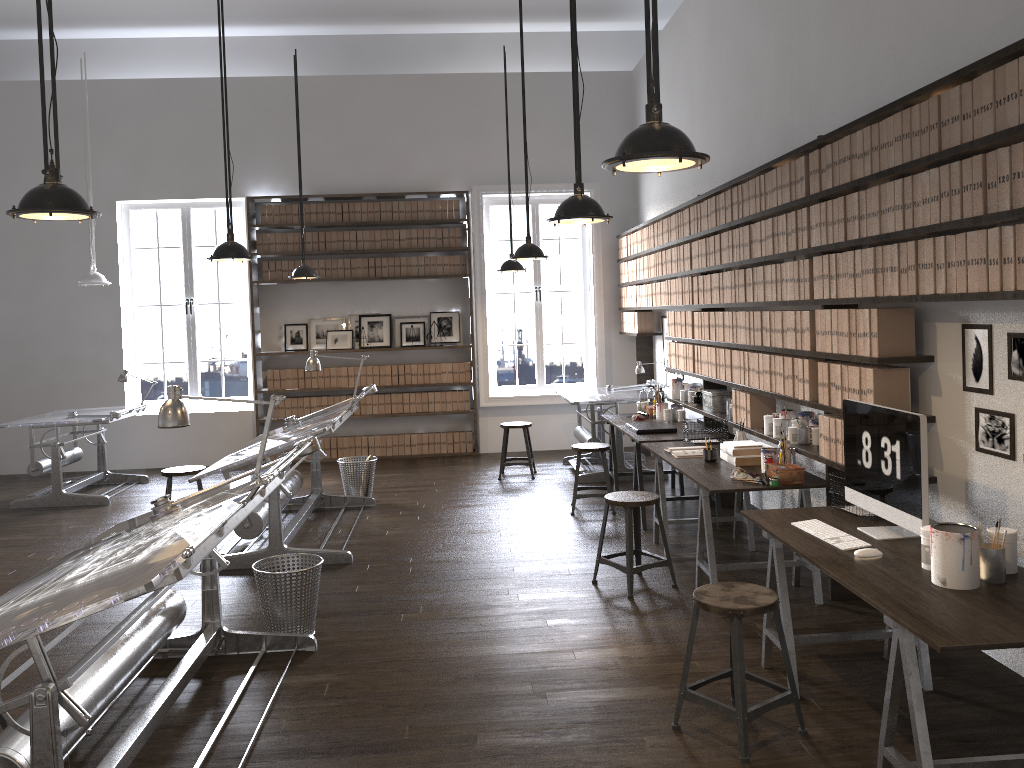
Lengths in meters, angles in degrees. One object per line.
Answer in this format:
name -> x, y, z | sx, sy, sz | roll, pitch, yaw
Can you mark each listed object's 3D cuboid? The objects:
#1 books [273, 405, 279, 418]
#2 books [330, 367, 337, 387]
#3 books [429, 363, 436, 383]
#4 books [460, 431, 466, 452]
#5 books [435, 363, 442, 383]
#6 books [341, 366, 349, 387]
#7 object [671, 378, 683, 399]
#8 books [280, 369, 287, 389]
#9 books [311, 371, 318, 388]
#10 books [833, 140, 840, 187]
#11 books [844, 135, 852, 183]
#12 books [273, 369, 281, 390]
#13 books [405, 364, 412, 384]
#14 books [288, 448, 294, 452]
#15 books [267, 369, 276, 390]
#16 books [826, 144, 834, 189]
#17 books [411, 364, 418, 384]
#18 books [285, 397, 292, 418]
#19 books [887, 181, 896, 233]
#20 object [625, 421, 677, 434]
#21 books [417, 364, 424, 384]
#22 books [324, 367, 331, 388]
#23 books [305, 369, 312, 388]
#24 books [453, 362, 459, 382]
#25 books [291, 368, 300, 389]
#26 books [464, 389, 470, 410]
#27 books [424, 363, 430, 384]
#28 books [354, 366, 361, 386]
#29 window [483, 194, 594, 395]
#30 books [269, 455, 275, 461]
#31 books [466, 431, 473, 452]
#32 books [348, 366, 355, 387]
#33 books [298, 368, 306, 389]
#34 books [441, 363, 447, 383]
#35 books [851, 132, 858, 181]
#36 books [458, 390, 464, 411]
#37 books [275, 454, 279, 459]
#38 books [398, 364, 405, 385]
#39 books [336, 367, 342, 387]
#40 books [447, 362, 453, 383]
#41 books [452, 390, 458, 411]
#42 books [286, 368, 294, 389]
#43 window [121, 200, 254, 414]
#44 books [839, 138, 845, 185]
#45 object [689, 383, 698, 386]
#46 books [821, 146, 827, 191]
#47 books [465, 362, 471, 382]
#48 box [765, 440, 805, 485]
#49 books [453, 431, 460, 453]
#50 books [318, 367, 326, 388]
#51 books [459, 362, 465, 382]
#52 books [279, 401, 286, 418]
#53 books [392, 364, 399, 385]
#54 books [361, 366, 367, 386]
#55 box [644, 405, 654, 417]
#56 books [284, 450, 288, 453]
books -> -2.681, 0.270, 10.086 | 0.067, 0.225, 0.175 | -2, 3, -4
books -> -2.033, -0.078, 10.120 | 0.067, 0.225, 0.175 | -2, 3, -4
books -> -0.910, -0.123, 10.192 | 0.067, 0.225, 0.175 | -2, 3, -4
books -> -0.567, 0.666, 10.242 | 0.067, 0.225, 0.175 | -2, 3, -4
books -> -0.844, -0.126, 10.201 | 0.067, 0.225, 0.175 | -2, 3, -4
books -> -1.903, -0.083, 10.131 | 0.067, 0.225, 0.175 | -2, 3, -4
object -> 1.457, 0.042, 7.817 | 0.107, 0.176, 0.107 | -2, 2, -2
books -> -2.589, -0.055, 10.083 | 0.067, 0.225, 0.175 | -2, 3, -4
books -> -2.241, -0.070, 10.108 | 0.067, 0.225, 0.175 | -2, 3, -4
books -> 1.677, -1.082, 4.357 | 0.174, 0.225, 0.067 | -2, 2, -4
books -> 1.680, -1.071, 4.218 | 0.174, 0.225, 0.067 | -2, 2, -4
books -> -2.661, -0.053, 10.079 | 0.067, 0.225, 0.175 | -2, 3, -4
books -> -1.190, -0.112, 10.181 | 0.067, 0.225, 0.175 | -2, 3, -4
books -> -2.512, 0.745, 10.113 | 0.067, 0.225, 0.175 | -2, 3, -4
books -> -2.734, -0.050, 10.078 | 0.067, 0.225, 0.175 | -2, 3, -4
books -> 1.668, -1.087, 4.427 | 0.174, 0.225, 0.067 | -2, 2, -4
books -> -1.119, -0.115, 10.181 | 0.067, 0.225, 0.175 | -2, 3, -4
books -> -2.536, 0.264, 10.099 | 0.067, 0.225, 0.175 | -2, 3, -4
books -> 1.719, -0.763, 3.823 | 0.174, 0.225, 0.067 | -2, 2, -4
object -> 1.073, 0.338, 6.856 | 0.312, 0.033, 0.447 | -2, 5, -4
books -> -1.049, -0.118, 10.189 | 0.067, 0.225, 0.175 | -2, 3, -4
books -> -2.100, -0.076, 10.121 | 0.067, 0.225, 0.175 | -2, 3, -4
books -> -2.313, -0.067, 10.108 | 0.067, 0.225, 0.175 | -2, 3, -4
books -> -0.645, -0.134, 10.215 | 0.067, 0.225, 0.175 | -2, 3, -4
books -> -2.461, -0.061, 10.099 | 0.067, 0.225, 0.175 | -2, 3, -4
books -> -0.519, 0.183, 10.228 | 0.067, 0.225, 0.175 | -2, 3, -4
books -> -0.978, -0.121, 10.194 | 0.067, 0.225, 0.175 | -2, 3, -4
books -> -1.761, -0.089, 10.142 | 0.067, 0.225, 0.175 | -2, 3, -4
window -> 0.301, -1.015, 10.223 | 1.245, 2.306, 0.153 | -2, 2, -4
books -> -2.724, 0.753, 10.103 | 0.067, 0.225, 0.175 | -2, 3, -4
books -> -0.491, 0.663, 10.244 | 0.067, 0.225, 0.175 | -2, 3, -4
books -> -1.831, -0.086, 10.134 | 0.067, 0.225, 0.175 | -2, 3, -4
books -> -2.387, -0.064, 10.098 | 0.067, 0.225, 0.175 | -2, 3, -4
books -> -0.781, -0.128, 10.204 | 0.067, 0.225, 0.175 | -2, 3, -4
books -> 1.689, -1.066, 4.152 | 0.174, 0.225, 0.067 | -2, 2, -4
books -> -0.590, 0.185, 10.227 | 0.067, 0.225, 0.175 | -2, 3, -4
books -> -2.655, 0.750, 10.106 | 0.067, 0.225, 0.175 | -2, 3, -4
books -> -1.265, -0.109, 10.170 | 0.067, 0.225, 0.175 | -2, 3, -4
books -> -1.966, -0.081, 10.129 | 0.067, 0.225, 0.175 | -2, 3, -4
books -> -0.715, -0.131, 10.206 | 0.067, 0.225, 0.175 | -2, 3, -4
books -> -0.661, 0.188, 10.223 | 0.067, 0.225, 0.175 | -2, 3, -4
books -> -2.526, -0.058, 10.092 | 0.067, 0.225, 0.175 | -2, 3, -4
window -> -3.659, -0.857, 10.088 | 1.483, 2.493, 0.153 | -2, 2, -4
books -> 1.681, -1.076, 4.286 | 0.174, 0.225, 0.067 | -2, 2, -4
object -> 1.595, 0.059, 7.775 | 0.072, 0.129, 0.071 | 0, 3, 43
books -> 1.668, -1.093, 4.498 | 0.174, 0.225, 0.067 | -2, 2, -4
books -> -0.510, -0.139, 10.218 | 0.067, 0.225, 0.175 | -2, 3, -4
box -> 1.437, 0.409, 4.675 | 0.137, 0.207, 0.212 | -2, 3, -3
books -> -0.641, 0.669, 10.232 | 0.067, 0.225, 0.175 | -2, 3, -4
books -> -2.171, -0.073, 10.117 | 0.067, 0.225, 0.175 | -2, 3, -4
books -> -0.576, -0.137, 10.221 | 0.067, 0.225, 0.175 | -2, 3, -4
books -> -2.608, 0.267, 10.091 | 0.067, 0.225, 0.175 | -2, 3, -4
books -> -1.339, -0.106, 10.171 | 0.067, 0.225, 0.175 | -2, 3, -4
books -> -1.692, -0.092, 10.149 | 0.067, 0.225, 0.175 | -2, 3, -4
box -> 1.241, 0.234, 7.697 | 0.137, 0.083, 0.212 | -2, 4, -4
books -> -2.584, 0.748, 10.106 | 0.067, 0.225, 0.175 | -2, 3, -4
